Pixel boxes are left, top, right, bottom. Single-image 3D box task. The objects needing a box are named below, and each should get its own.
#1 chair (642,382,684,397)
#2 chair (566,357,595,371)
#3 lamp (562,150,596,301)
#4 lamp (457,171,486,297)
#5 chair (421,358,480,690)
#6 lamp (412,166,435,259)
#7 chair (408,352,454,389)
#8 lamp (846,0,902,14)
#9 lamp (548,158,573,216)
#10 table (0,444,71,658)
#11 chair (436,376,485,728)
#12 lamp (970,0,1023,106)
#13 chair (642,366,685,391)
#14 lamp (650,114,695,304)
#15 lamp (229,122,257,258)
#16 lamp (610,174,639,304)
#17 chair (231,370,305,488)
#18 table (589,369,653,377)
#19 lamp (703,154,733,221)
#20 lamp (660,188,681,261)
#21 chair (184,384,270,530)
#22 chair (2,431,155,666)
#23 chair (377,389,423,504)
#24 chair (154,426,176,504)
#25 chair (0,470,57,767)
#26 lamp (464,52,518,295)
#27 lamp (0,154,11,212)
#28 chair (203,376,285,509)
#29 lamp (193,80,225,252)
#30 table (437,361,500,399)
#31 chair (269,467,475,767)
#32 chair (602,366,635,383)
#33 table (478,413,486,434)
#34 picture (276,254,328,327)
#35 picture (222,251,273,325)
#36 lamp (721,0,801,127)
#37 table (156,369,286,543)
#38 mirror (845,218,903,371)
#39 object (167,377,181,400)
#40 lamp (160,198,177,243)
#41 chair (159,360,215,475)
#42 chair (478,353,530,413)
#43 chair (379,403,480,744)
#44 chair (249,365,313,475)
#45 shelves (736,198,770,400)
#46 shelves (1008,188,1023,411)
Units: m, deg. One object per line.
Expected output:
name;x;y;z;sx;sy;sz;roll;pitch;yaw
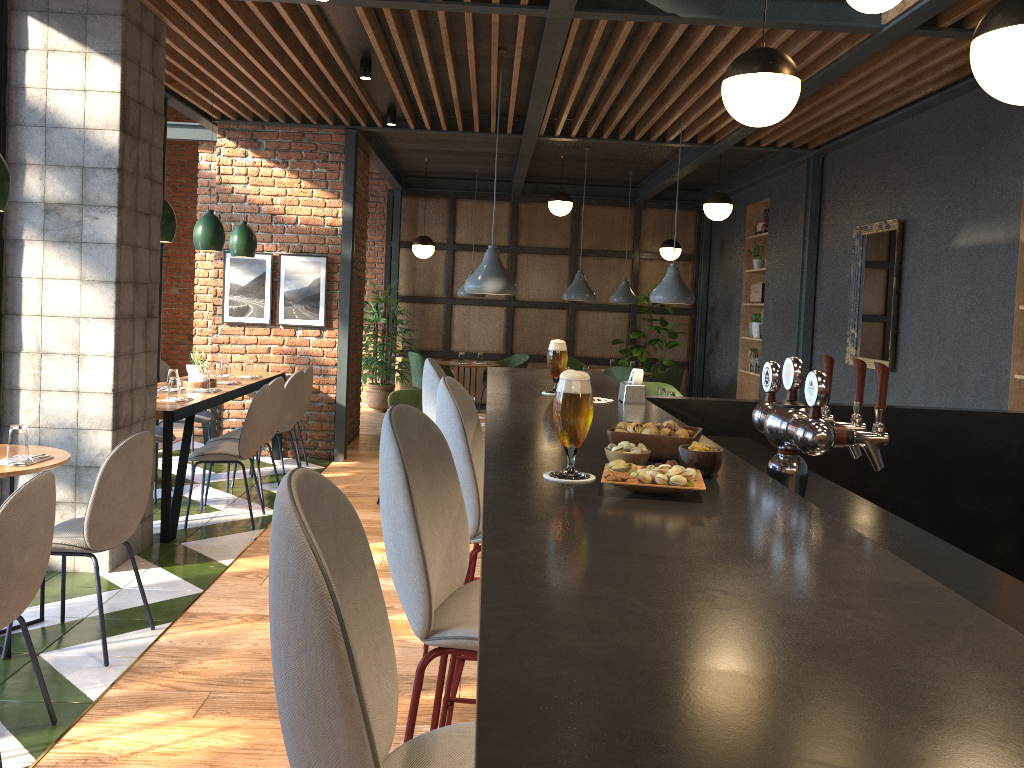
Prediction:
chair;1.207;0.412;7.689;0.638;0.817;0.516;2;3;-2
chair;0.880;0.086;11.064;0.516;0.817;0.639;4;4;30
lamp;0.796;-3.102;9.115;0.353;4.480;0.353;4;3;34
lamp;-0.409;-3.324;10.952;0.353;4.480;0.353;4;3;34
chair;-0.122;0.525;3.519;0.507;1.240;0.419;2;3;-2
lamp;-0.960;-3.359;10.314;0.269;3.786;0.268;5;3;41
chair;-1.001;0.020;10.886;0.515;0.817;0.640;1;4;-27
lamp;1.552;-3.394;3.504;0.268;3.786;0.269;3;3;4
lamp;0.611;-3.737;9.675;0.268;3.786;0.269;2;3;-22
table;-2.194;0.673;3.603;0.699;0.745;0.701;3;4;9
chair;0.004;0.606;2.695;0.508;1.240;0.419;3;3;4
lamp;1.309;-2.551;2.013;0.268;3.786;0.269;2;3;-11
chair;1.733;0.177;10.488;0.516;0.817;0.639;5;4;35
lamp;1.369;-2.876;6.943;0.353;4.480;0.353;4;3;34
lamp;-2.186;-2.058;7.297;0.224;2.017;0.224;3;3;2
lamp;1.458;-3.213;10.645;0.353;4.480;0.353;4;3;34
chair;-1.859;0.326;6.770;0.508;0.885;0.419;3;3;5
table;1.287;0.195;10.794;0.807;0.685;0.810;2;4;-1
lamp;2.021;-3.428;8.278;0.268;3.786;0.269;1;3;-30
lamp;2.081;-3.449;11.114;0.269;3.786;0.268;5;3;41
chair;-1.811;0.434;5.624;0.507;0.885;0.419;2;3;-6
chair;-1.749;0.623;3.608;0.508;0.885;0.419;3;3;4
chair;-0.574;0.466;6.241;0.638;0.817;0.516;0;4;-37
chair;-2.620;0.347;6.183;0.507;0.885;0.419;2;3;-5
chair;-1.697;0.707;2.719;0.507;0.885;0.419;2;3;-6
lamp;-0.040;-2.822;5.677;0.353;4.480;0.353;4;3;34
lamp;-2.089;-1.704;3.498;0.224;2.017;0.224;3;3;2
chair;-1.867;0.379;6.196;0.508;0.885;0.419;3;3;4
lamp;-2.163;-1.975;6.407;0.224;2.017;0.224;3;3;2
table;-0.569;0.083;11.121;0.809;0.685;0.808;6;5;38
chair;-0.067;0.735;1.148;0.507;1.240;0.419;2;3;-5
chair;1.055;0.226;9.631;0.515;0.817;0.640;0;5;-42
table;-0.216;0.587;5.817;0.808;0.685;0.808;5;5;29
picture;-1.849;-0.824;7.809;0.430;0.630;0.015;2;3;-2
picture;-2.328;-0.844;7.795;0.430;0.630;0.015;2;3;-2
lamp;0.949;-2.792;3.025;0.268;3.786;0.269;3;3;0
table;-2.314;0.395;6.469;0.658;0.763;2.781;2;5;-2
mirror;2.721;-0.663;6.657;0.061;1.083;0.770;2;3;-2
object;-2.125;0.026;5.576;0.080;0.138;0.080;4;3;22
lamp;-2.137;-1.881;5.396;0.224;2.017;0.224;3;3;2
chair;-2.688;0.250;7.202;0.508;0.885;0.419;3;3;5
chair;-0.088;0.016;11.366;0.515;0.817;0.640;1;4;-27
chair;-0.047;0.676;1.912;0.508;1.240;0.419;3;3;9
chair;-1.913;0.274;7.315;0.507;0.885;0.419;2;3;-6
shelves;2.802;-0.657;9.857;0.284;2.700;0.838;2;3;-2
shelves;2.939;-0.159;4.518;0.284;2.700;0.838;2;3;-2
